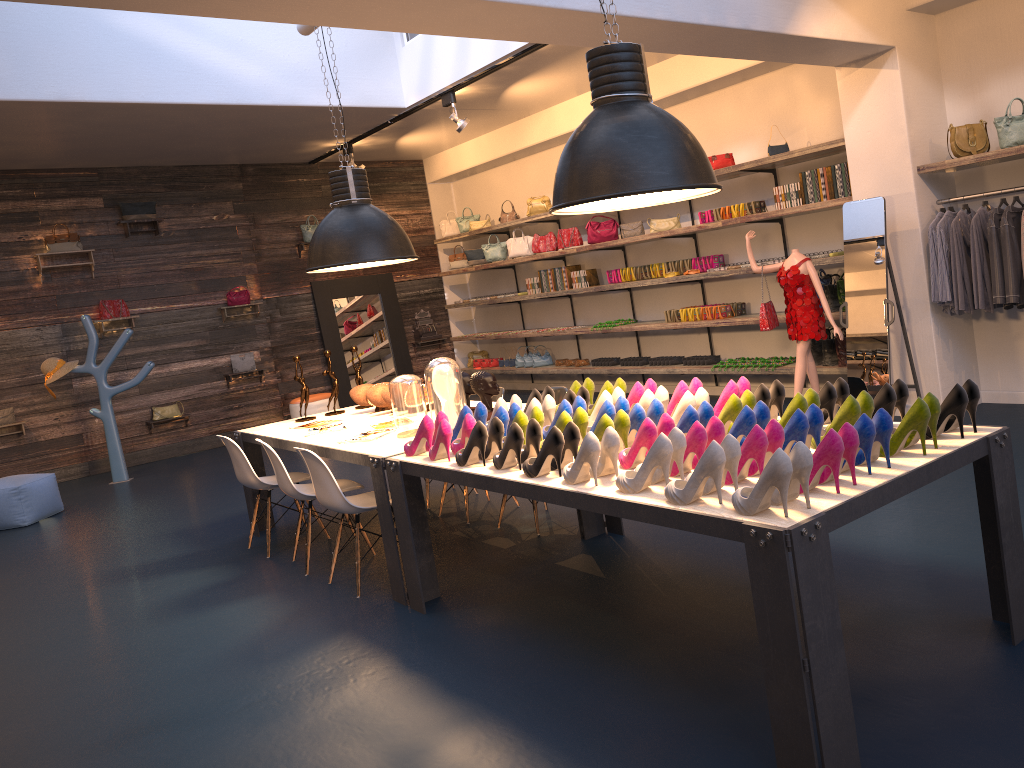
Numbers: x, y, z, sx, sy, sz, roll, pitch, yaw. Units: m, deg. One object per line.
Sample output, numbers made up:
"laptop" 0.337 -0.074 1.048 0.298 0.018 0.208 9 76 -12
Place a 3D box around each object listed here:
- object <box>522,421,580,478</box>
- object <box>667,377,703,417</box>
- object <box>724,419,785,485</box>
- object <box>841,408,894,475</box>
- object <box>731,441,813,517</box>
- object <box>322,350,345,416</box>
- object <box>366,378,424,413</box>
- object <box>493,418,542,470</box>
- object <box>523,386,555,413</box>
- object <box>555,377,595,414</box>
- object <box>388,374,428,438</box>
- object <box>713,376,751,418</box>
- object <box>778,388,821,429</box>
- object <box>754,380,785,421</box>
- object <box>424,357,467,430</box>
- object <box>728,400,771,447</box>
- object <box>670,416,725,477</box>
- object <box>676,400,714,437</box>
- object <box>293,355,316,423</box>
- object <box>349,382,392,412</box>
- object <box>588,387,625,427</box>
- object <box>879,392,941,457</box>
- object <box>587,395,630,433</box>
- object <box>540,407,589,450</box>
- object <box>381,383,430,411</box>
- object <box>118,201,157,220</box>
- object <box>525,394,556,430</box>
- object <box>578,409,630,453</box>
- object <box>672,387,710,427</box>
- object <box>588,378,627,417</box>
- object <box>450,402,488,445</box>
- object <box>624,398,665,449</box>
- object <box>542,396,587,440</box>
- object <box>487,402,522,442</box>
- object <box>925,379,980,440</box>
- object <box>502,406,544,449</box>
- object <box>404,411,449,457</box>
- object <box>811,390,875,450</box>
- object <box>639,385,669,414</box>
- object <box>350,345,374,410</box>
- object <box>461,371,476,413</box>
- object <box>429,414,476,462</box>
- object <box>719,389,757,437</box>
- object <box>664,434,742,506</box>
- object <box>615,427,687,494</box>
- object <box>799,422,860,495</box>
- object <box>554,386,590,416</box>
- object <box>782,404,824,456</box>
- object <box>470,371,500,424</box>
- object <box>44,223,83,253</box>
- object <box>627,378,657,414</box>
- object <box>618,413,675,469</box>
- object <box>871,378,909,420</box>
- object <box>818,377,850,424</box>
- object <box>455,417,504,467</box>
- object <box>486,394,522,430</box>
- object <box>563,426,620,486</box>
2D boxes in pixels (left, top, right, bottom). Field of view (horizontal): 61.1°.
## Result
"object" 0.152 0.246 3.344 0.220 0.195 0.222 -13 7 -40
"object" 0.801 0.068 4.132 0.218 0.195 0.224 -11 6 -29
"object" 0.773 0.215 2.840 0.219 0.195 0.222 -12 6 -35
"object" 1.100 0.176 2.784 0.217 0.195 0.224 -11 6 -28
"object" 0.739 0.260 2.472 0.218 0.195 0.224 -11 6 -30
"object" -1.314 -0.012 6.256 0.137 0.467 0.142 -8 4 8
"object" -0.749 0.080 5.930 0.205 0.202 0.475 -5 7 36
"object" 0.025 0.239 3.563 0.217 0.195 0.224 -11 6 -28
"object" 0.120 0.112 4.591 0.219 0.195 0.222 -12 6 -35
"object" 0.341 0.067 4.718 0.219 0.195 0.222 -12 6 -35
"object" -0.569 0.113 4.794 0.196 0.335 0.176 -10 5 -17
"object" 0.962 0.069 3.925 0.220 0.195 0.222 -12 7 -39
"object" 1.064 0.119 3.342 0.220 0.195 0.222 -13 7 -40
"object" 1.049 0.082 3.694 0.217 0.195 0.225 -11 6 -27
"object" -0.351 0.059 4.653 0.184 0.411 0.220 -5 6 43
"object" 0.839 0.164 3.220 0.219 0.195 0.222 -12 7 -38
"object" 0.635 0.211 3.048 0.218 0.195 0.223 -11 6 -31
"object" 0.678 0.166 3.400 0.219 0.195 0.222 -12 6 -35
"object" -1.493 0.028 6.121 0.150 0.467 0.130 -10 4 -24
"object" -0.891 0.077 6.136 0.204 0.202 0.478 -4 7 41
"object" 0.431 0.116 4.163 0.220 0.195 0.222 -13 7 -39
"object" 1.312 0.131 2.919 0.220 0.195 0.222 -13 7 -42
"object" 0.413 0.153 3.855 0.219 0.195 0.222 -12 6 -35
"object" 0.217 0.198 3.690 0.219 0.195 0.222 -12 6 -35
"object" -0.617 0.082 5.741 0.205 0.202 0.475 -5 7 36
"object" -4.426 -2.049 10.299 0.455 0.231 0.163 -13 7 -42
"object" 0.108 0.153 4.241 0.219 0.195 0.222 -12 6 -35
"object" 0.362 0.203 3.465 0.219 0.195 0.222 -12 6 -35
"object" 0.745 0.115 3.777 0.219 0.195 0.222 -12 6 -35
"object" 0.487 0.069 4.517 0.219 0.195 0.222 -12 6 -35
"object" -0.224 0.190 4.318 0.219 0.195 0.222 -12 6 -35
"object" 0.525 0.161 3.639 0.226 0.195 0.223 -12 6 -36
"object" 0.240 0.156 4.045 0.219 0.195 0.222 -12 6 -35
"object" -0.063 0.191 4.109 0.220 0.195 0.222 -13 7 -44
"object" 1.527 0.084 3.075 0.219 0.195 0.222 -12 6 -35
"object" 0.042 0.200 3.896 0.218 0.195 0.223 -12 6 -32
"object" -0.410 0.233 4.167 0.220 0.195 0.222 -13 7 -41
"object" 1.184 0.125 3.135 0.219 0.195 0.222 -12 6 -35
"object" 0.611 0.109 3.998 0.219 0.195 0.222 -12 6 -35
"object" -1.124 -0.055 6.405 0.130 0.467 0.150 -6 5 31
"object" -0.280 0.063 5.111 0.167 0.284 0.141 -12 5 -36
"object" -0.277 0.238 3.956 0.222 0.195 0.226 -11 6 -24
"object" 0.876 0.125 3.528 0.219 0.195 0.222 -12 6 -35
"object" 0.589 0.257 2.688 0.220 0.195 0.222 -13 7 -44
"object" 0.466 0.249 2.915 0.222 0.195 0.219 -4 7 41
"object" 0.926 0.217 2.626 0.219 0.195 0.222 -12 7 -38
"object" 0.282 0.113 4.377 0.219 0.195 0.222 -12 7 -38
"object" 0.961 0.170 3.013 0.219 0.195 0.222 -12 6 -35
"object" -0.144 0.066 4.916 0.167 0.284 0.141 -12 5 -36
"object" -5.074 -1.646 9.798 0.379 0.334 0.153 -11 5 -26
"object" 0.612 0.074 4.317 0.219 0.195 0.222 -12 6 -35
"object" 0.506 0.206 3.253 0.217 0.195 0.224 -11 6 -28
"object" 1.375 0.082 3.286 0.219 0.195 0.222 -12 6 -35
"object" 1.240 0.076 3.507 0.219 0.195 0.222 -12 6 -35
"object" -0.138 0.242 3.742 0.219 0.195 0.222 -12 6 -35
"object" -0.046 0.152 4.440 0.218 0.195 0.224 -11 6 -29
"object" 0.288 0.250 3.132 0.217 0.195 0.225 -11 6 -27
